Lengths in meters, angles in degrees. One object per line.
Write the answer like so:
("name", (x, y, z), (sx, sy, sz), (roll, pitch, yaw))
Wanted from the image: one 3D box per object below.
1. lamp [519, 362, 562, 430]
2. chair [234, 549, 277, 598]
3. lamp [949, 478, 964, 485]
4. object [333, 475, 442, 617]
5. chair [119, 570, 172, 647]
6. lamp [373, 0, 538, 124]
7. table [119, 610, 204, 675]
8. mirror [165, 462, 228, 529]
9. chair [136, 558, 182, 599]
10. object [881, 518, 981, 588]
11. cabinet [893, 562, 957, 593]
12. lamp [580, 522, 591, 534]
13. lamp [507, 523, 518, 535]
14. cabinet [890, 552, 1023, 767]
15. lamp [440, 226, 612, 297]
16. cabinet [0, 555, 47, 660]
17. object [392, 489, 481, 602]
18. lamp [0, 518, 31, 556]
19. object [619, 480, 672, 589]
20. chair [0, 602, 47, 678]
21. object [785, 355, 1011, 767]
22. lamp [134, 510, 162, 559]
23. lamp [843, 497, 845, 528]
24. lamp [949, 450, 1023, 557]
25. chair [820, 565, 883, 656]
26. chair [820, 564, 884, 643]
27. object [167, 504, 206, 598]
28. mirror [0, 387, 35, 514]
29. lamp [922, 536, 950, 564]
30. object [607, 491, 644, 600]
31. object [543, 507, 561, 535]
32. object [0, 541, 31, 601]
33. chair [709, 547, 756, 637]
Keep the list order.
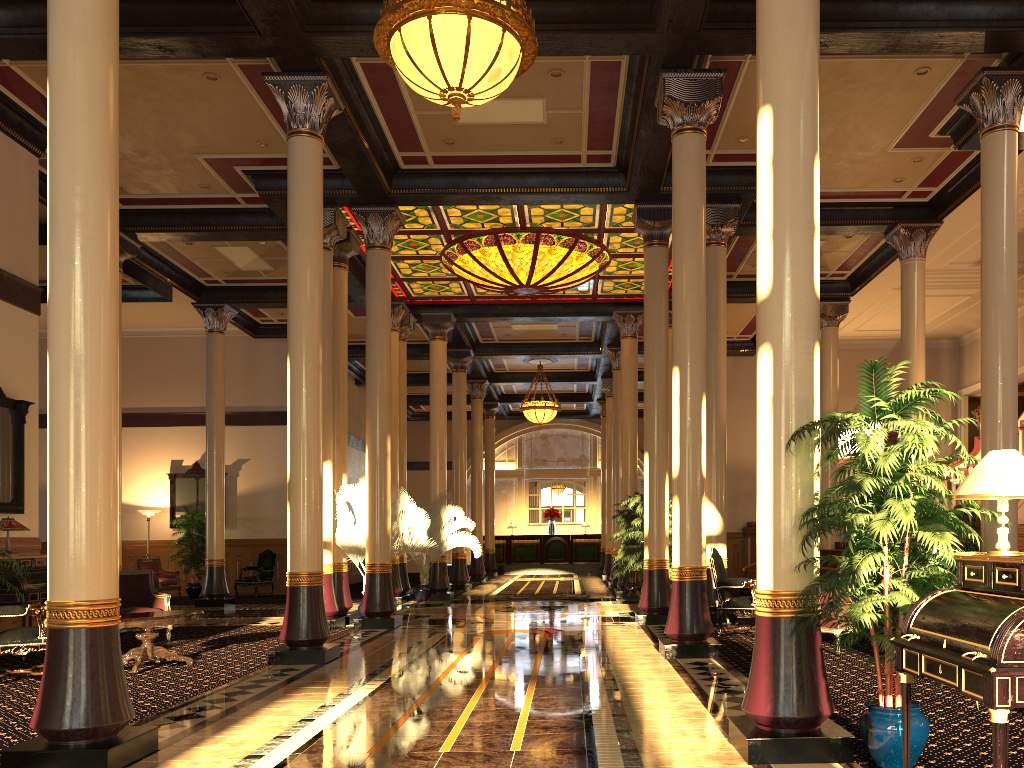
("lamp", (0.788, 0.335, 24.238), (1.196, 1.906, 1.189), (-1, -3, -4))
("chair", (-5.831, 4.304, 19.778), (0.717, 1.098, 0.770), (-2, -4, 26))
("lamp", (6.598, 2.373, 12.524), (0.567, 2.012, 0.594), (-1, -1, 20))
("object", (-2.147, 2.512, 13.313), (2.082, 2.257, 1.799), (0, -4, -11))
("chair", (-4.506, 2.688, 10.369), (0.711, 0.919, 0.621), (3, -5, -43))
("lamp", (-0.404, -2.855, 6.354), (1.196, 1.906, 1.189), (-1, -3, -4))
("table", (-3.607, 2.550, 8.600), (0.678, 0.533, 1.271), (-4, -9, 28))
("mirror", (-7.404, 2.611, 20.432), (1.384, 1.555, 0.199), (-1, 0, -1))
("chair", (-7.775, 4.312, 19.168), (0.627, 0.919, 0.705), (-2, -4, 22))
("object", (4.435, 2.086, 9.155), (1.097, 1.436, 1.027), (-3, -4, 30))
("cabinet", (4.892, 2.610, 10.520), (0.548, 0.862, 1.272), (-1, -7, 3))
("lamp", (2.664, 5.228, 31.548), (0.441, 0.443, 0.408), (4, -7, -43))
("lamp", (0.020, 5.260, 31.516), (0.441, 0.443, 0.408), (4, -7, -43))
("cabinet", (1.915, 1.232, 3.415), (0.533, 1.122, 0.940), (-1, -4, 3))
("lamp", (0.250, -1.924, 15.190), (2.996, 0.600, 3.030), (-1, -10, -1))
("cabinet", (-5.432, 2.485, 9.759), (0.533, 1.122, 0.940), (-1, -4, 3))
("object", (-1.511, 3.248, 17.514), (1.813, 2.271, 2.098), (-1, -5, 5))
("lamp", (-5.606, 1.704, 9.673), (0.319, 0.419, 0.320), (-1, -4, -2))
("object", (2.164, 2.472, 13.138), (1.121, 2.151, 0.999), (1, -3, -40))
("chair", (-4.530, 2.165, 7.947), (0.772, 1.098, 0.715), (1, -4, -34))
("object", (1.982, 0.929, 4.522), (1.121, 2.151, 0.999), (1, -3, -40))
("lamp", (-8.272, 3.882, 19.777), (0.602, 2.012, 0.558), (0, -1, -38))
("lamp", (6.975, 3.403, 18.296), (0.593, 2.012, 0.568), (-1, -1, -17))
("lamp", (2.068, 0.504, 3.663), (0.441, 0.443, 0.408), (4, -7, -43))
("chair", (3.452, 2.364, 9.181), (0.706, 0.920, 0.626), (1, -4, -29))
("chair", (3.970, 2.541, 10.212), (0.665, 0.919, 0.665), (1, -4, -28))
("object", (-7.230, 3.799, 19.781), (1.121, 2.151, 0.999), (1, -3, -40))
("mirror", (-5.682, 0.610, 9.401), (0.199, 1.550, 1.401), (-1, -5, 4))
("lamp", (4.908, 1.904, 10.185), (0.319, 0.419, 0.320), (-1, -4, -2))
("object", (2.411, 3.212, 17.263), (1.050, 2.151, 1.068), (0, -2, -10))
("object", (5.121, 0.783, 17.785), (0.683, 4.270, 29.582), (-1, -10, -15))
("object", (-5.459, 2.148, 8.724), (1.097, 1.436, 1.027), (-3, -4, 30))
("chair", (2.843, 2.573, 10.802), (0.729, 1.098, 0.758), (-2, -3, 16))
